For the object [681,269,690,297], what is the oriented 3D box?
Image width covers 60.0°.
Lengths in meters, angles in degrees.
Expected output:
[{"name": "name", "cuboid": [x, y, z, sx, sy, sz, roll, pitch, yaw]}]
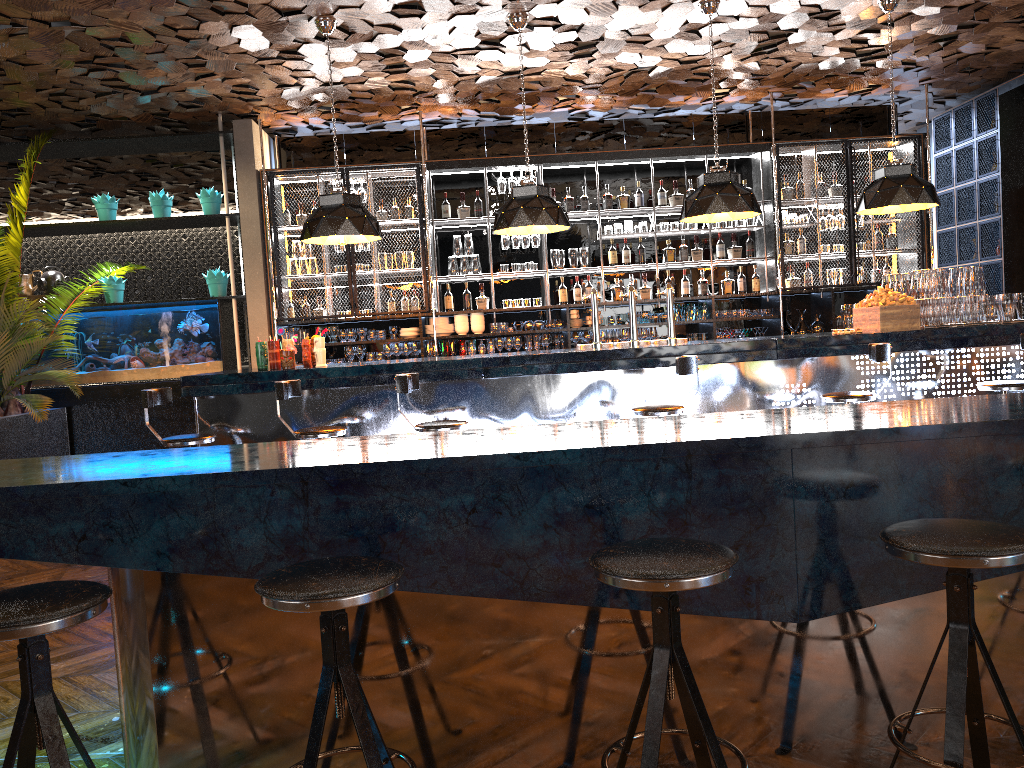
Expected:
[{"name": "object", "cuboid": [1.808, -1.047, 9.256, 0.086, 0.298, 0.086, -7, 4, -43]}]

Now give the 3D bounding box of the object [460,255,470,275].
[{"name": "object", "cuboid": [-0.487, -1.218, 9.138, 0.105, 0.209, 0.105, -1, 4, 43]}]

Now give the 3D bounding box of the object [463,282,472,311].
[{"name": "object", "cuboid": [-0.463, -0.898, 9.140, 0.086, 0.297, 0.086, -2, 4, 32]}]

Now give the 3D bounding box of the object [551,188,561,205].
[{"name": "object", "cuboid": [0.429, -1.875, 9.151, 0.123, 0.279, 0.123, -4, 3, -13]}]

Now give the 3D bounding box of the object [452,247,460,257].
[{"name": "object", "cuboid": [-0.571, -1.428, 9.235, 0.105, 0.209, 0.105, -1, 4, 43]}]

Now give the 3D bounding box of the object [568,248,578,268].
[{"name": "object", "cuboid": [0.636, -1.290, 9.153, 0.105, 0.209, 0.105, -1, 4, 43]}]

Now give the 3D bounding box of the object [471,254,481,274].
[{"name": "object", "cuboid": [-0.371, -1.225, 9.130, 0.105, 0.209, 0.105, -1, 4, 43]}]

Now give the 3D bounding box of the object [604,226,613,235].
[{"name": "object", "cuboid": [0.993, -1.577, 9.124, 0.089, 0.092, 0.089, -2, 3, 24]}]

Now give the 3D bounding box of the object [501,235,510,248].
[{"name": "object", "cuboid": [-0.070, -1.518, 9.057, 0.092, 0.244, 0.092, -6, 4, -41]}]

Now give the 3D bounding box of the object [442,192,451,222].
[{"name": "object", "cuboid": [-0.680, -1.823, 9.139, 0.086, 0.298, 0.086, -7, 4, -43]}]

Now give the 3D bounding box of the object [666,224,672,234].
[{"name": "object", "cuboid": [1.641, -1.629, 9.319, 0.089, 0.092, 0.089, -1, 4, 37]}]

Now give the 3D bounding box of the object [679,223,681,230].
[{"name": "object", "cuboid": [1.757, -1.634, 9.285, 0.089, 0.092, 0.089, -4, 3, -3]}]

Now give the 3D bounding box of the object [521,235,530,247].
[{"name": "object", "cuboid": [0.138, -1.532, 9.064, 0.092, 0.244, 0.092, -6, 4, -41]}]

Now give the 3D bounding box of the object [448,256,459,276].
[{"name": "object", "cuboid": [-0.605, -1.211, 9.133, 0.105, 0.209, 0.105, -1, 4, 43]}]

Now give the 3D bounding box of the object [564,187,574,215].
[{"name": "object", "cuboid": [0.586, -1.887, 9.155, 0.083, 0.282, 0.083, -5, 3, -17]}]

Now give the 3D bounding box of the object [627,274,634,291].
[{"name": "object", "cuboid": [1.247, -1.002, 9.228, 0.083, 0.282, 0.083, -4, 3, -2]}]

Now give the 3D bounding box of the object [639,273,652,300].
[{"name": "object", "cuboid": [1.386, -1.008, 9.220, 0.123, 0.279, 0.123, -3, 3, 12]}]

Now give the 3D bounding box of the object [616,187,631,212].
[{"name": "object", "cuboid": [1.151, -1.912, 9.176, 0.151, 0.248, 0.094, -3, 3, 2]}]

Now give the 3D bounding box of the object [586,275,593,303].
[{"name": "object", "cuboid": [0.802, -0.982, 9.219, 0.086, 0.298, 0.086, -7, 4, -43]}]

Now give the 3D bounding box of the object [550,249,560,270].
[{"name": "object", "cuboid": [0.446, -1.276, 9.119, 0.105, 0.209, 0.105, -1, 4, 43]}]

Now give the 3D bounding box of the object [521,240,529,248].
[{"name": "object", "cuboid": [0.132, -1.540, 9.229, 0.092, 0.244, 0.092, -6, 4, -41]}]

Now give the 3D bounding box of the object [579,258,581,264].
[{"name": "object", "cuboid": [0.752, -1.302, 9.242, 0.105, 0.209, 0.105, -1, 4, 43]}]

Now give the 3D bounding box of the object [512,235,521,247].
[{"name": "object", "cuboid": [0.040, -1.525, 9.061, 0.092, 0.244, 0.092, -6, 4, -41]}]

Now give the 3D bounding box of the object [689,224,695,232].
[{"name": "object", "cuboid": [1.900, -1.645, 9.320, 0.089, 0.092, 0.089, -5, 4, -28]}]

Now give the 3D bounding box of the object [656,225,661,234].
[{"name": "object", "cuboid": [1.541, -1.622, 9.309, 0.089, 0.092, 0.089, -1, 4, 40]}]

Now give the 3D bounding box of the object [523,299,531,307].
[{"name": "object", "cuboid": [0.154, -0.837, 9.216, 0.089, 0.092, 0.089, -3, 3, 9]}]

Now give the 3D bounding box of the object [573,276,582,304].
[{"name": "object", "cuboid": [0.683, -0.976, 9.238, 0.086, 0.298, 0.086, -7, 4, -43]}]

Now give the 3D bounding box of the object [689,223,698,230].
[{"name": "object", "cuboid": [1.882, -1.636, 9.180, 0.089, 0.092, 0.089, -1, 4, 42]}]

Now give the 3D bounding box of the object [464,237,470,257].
[{"name": "object", "cuboid": [-0.453, -1.435, 9.227, 0.105, 0.209, 0.105, -1, 4, 43]}]

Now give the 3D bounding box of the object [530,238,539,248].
[{"name": "object", "cuboid": [0.235, -1.547, 9.233, 0.092, 0.244, 0.092, -6, 4, -41]}]

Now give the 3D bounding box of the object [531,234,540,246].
[{"name": "object", "cuboid": [0.242, -1.538, 9.068, 0.092, 0.244, 0.092, -6, 4, -41]}]

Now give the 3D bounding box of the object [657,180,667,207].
[{"name": "object", "cuboid": [1.554, -1.965, 9.197, 0.086, 0.298, 0.086, -7, 4, -43]}]

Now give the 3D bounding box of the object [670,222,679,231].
[{"name": "object", "cuboid": [1.679, -1.623, 9.163, 0.089, 0.092, 0.089, -6, 4, -39]}]

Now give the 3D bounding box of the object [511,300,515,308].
[{"name": "object", "cuboid": [0.021, -0.833, 9.296, 0.089, 0.092, 0.089, -5, 4, -30]}]

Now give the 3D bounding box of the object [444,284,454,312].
[{"name": "object", "cuboid": [-0.655, -0.887, 9.164, 0.086, 0.299, 0.086, -7, 4, -43]}]

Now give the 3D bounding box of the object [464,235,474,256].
[{"name": "object", "cuboid": [-0.445, -1.430, 9.137, 0.105, 0.209, 0.105, -1, 4, 43]}]

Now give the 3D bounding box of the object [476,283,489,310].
[{"name": "object", "cuboid": [-0.306, -0.899, 9.158, 0.123, 0.279, 0.123, -3, 3, 12]}]

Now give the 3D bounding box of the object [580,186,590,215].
[{"name": "object", "cuboid": [0.752, -1.898, 9.161, 0.083, 0.282, 0.083, -3, 3, 13]}]

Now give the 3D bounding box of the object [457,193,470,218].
[{"name": "object", "cuboid": [-0.499, -1.821, 9.101, 0.123, 0.279, 0.123, -4, 3, -13]}]

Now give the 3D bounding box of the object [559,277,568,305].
[{"name": "object", "cuboid": [0.527, -0.963, 9.207, 0.086, 0.299, 0.086, -7, 4, -43]}]

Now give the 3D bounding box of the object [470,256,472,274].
[{"name": "object", "cuboid": [-0.389, -1.230, 9.241, 0.105, 0.209, 0.105, -1, 4, 43]}]

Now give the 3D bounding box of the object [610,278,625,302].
[{"name": "object", "cuboid": [1.095, -0.974, 9.223, 0.151, 0.248, 0.094, -4, 3, -13]}]

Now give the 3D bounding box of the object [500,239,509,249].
[{"name": "object", "cuboid": [-0.077, -1.527, 9.221, 0.092, 0.244, 0.092, -6, 4, -41]}]

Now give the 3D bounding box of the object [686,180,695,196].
[{"name": "object", "cuboid": [1.856, -1.976, 9.201, 0.083, 0.282, 0.083, -4, 3, -2]}]

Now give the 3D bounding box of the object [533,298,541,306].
[{"name": "object", "cuboid": [0.262, -0.840, 9.157, 0.089, 0.092, 0.089, -3, 3, 9]}]

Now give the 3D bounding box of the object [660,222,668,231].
[{"name": "object", "cuboid": [1.570, -1.615, 9.147, 0.089, 0.092, 0.089, -5, 4, -30]}]

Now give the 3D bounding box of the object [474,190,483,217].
[{"name": "object", "cuboid": [-0.346, -1.843, 9.123, 0.086, 0.299, 0.086, -7, 4, -43]}]

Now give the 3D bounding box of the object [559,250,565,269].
[{"name": "object", "cuboid": [0.505, -1.286, 9.236, 0.105, 0.209, 0.105, -1, 4, 43]}]

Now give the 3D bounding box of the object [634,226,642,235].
[{"name": "object", "cuboid": [1.323, -1.606, 9.278, 0.089, 0.092, 0.089, -4, 3, -13]}]

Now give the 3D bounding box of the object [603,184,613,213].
[{"name": "object", "cuboid": [0.990, -1.920, 9.169, 0.083, 0.282, 0.083, -5, 3, -17]}]

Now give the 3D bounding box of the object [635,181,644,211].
[{"name": "object", "cuboid": [1.320, -1.949, 9.195, 0.086, 0.298, 0.086, -7, 4, -43]}]

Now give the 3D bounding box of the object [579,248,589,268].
[{"name": "object", "cuboid": [0.745, -1.295, 9.133, 0.105, 0.209, 0.105, -1, 4, 43]}]

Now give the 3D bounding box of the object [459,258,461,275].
[{"name": "object", "cuboid": [-0.498, -1.224, 9.247, 0.105, 0.209, 0.105, -1, 4, 43]}]

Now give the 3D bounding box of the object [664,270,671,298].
[{"name": "object", "cuboid": [1.629, -1.033, 9.217, 0.086, 0.297, 0.086, -2, 4, 32]}]

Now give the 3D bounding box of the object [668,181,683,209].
[{"name": "object", "cuboid": [1.696, -1.962, 9.182, 0.123, 0.279, 0.123, -4, 3, -13]}]

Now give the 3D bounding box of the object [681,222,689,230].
[{"name": "object", "cuboid": [1.785, -1.628, 9.142, 0.089, 0.092, 0.089, -6, 4, -39]}]

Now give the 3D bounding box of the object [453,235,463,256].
[{"name": "object", "cuboid": [-0.561, -1.423, 9.123, 0.105, 0.209, 0.105, -1, 4, 43]}]

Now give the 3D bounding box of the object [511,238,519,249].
[{"name": "object", "cuboid": [0.033, -1.534, 9.225, 0.092, 0.244, 0.092, -6, 4, -41]}]
